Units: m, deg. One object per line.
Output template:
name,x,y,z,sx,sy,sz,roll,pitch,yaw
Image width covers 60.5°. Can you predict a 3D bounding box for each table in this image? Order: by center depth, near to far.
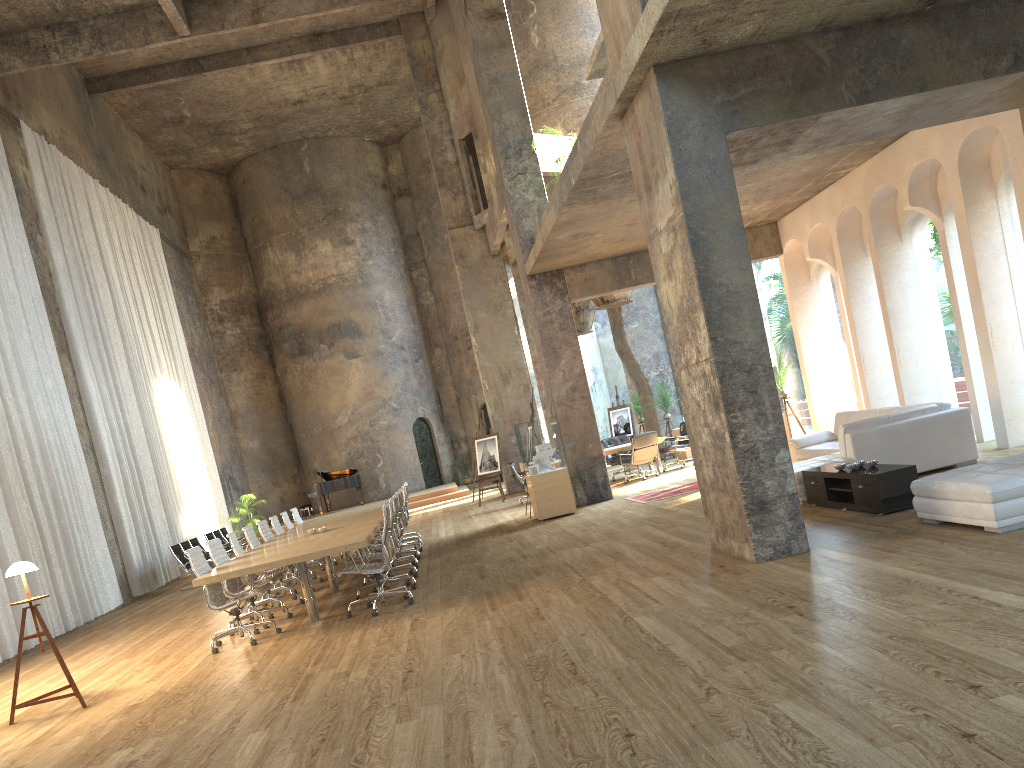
table,-2.371,2.283,11.886,1.597,0.762,7.709,-13,-3,-6
table,1.897,1.680,17.715,2.404,0.705,1.103,-13,-1,-4

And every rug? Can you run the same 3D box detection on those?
rug,3.059,1.526,13.580,2.457,0.009,1.345,-13,-3,-4

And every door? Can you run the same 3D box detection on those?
door,-2.803,2.219,28.382,0.092,2.312,0.886,-9,5,43
door,-0.468,1.867,28.550,0.913,2.649,0.109,-10,5,37

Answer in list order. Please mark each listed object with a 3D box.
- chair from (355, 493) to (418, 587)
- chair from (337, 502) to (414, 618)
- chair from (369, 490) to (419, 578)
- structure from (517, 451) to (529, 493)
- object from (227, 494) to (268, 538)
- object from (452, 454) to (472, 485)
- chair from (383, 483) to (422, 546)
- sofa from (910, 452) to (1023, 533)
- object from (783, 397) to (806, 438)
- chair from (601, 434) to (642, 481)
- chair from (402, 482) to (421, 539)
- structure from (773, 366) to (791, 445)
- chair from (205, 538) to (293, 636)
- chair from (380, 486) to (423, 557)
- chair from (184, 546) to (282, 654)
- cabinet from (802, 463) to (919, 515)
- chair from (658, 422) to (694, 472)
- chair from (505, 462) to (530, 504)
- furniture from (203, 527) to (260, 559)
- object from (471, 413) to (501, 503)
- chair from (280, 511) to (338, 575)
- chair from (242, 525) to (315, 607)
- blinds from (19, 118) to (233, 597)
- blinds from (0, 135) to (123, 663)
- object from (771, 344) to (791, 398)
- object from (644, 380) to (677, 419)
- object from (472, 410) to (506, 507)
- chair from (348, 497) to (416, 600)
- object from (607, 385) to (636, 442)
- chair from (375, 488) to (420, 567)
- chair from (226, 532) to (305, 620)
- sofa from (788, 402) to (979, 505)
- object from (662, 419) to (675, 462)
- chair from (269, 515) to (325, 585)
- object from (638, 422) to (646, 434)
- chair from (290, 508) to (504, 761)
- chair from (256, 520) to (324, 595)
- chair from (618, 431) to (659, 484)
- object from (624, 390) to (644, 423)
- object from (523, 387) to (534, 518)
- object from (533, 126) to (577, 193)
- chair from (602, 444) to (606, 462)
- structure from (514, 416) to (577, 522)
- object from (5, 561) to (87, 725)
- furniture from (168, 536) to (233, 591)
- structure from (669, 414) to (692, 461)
chair,-1.568,1.888,10.576,0.699,1.032,0.661,-13,2,1
chair,-1.409,1.743,8.718,0.699,1.032,0.661,-13,2,1
chair,-1.647,1.959,11.470,0.700,1.032,0.660,-13,2,4
structure,0.611,1.981,20.560,0.741,1.021,0.733,-13,2,-5
object,-6.711,3.545,22.501,1.084,1.466,1.131,-13,1,-14
object,-1.511,2.806,28.939,0.915,0.997,0.900,-13,1,6
chair,-1.874,2.167,14.127,0.700,1.032,0.660,-13,2,4
sofa,4.180,0.493,6.552,2.062,0.726,1.070,-13,-1,-5
object,4.835,0.746,15.581,0.647,0.979,0.577,-14,3,-41
chair,2.309,1.535,18.501,0.728,0.898,0.819,-13,1,-4
chair,-1.983,2.242,14.985,0.699,1.032,0.661,-13,2,1
structure,4.253,0.552,15.048,0.593,1.558,0.740,-13,3,-5
chair,-2.834,2.114,9.494,0.700,1.032,0.660,-13,2,4
chair,-1.793,2.098,13.275,0.697,1.032,0.663,-13,2,-5
chair,-2.732,2.041,8.636,0.699,1.032,0.661,-13,2,1
cabinet,3.285,0.987,8.394,0.395,0.371,1.560,-13,-3,-6
chair,3.324,1.263,17.809,0.816,0.898,0.730,-13,1,-10
chair,0.366,1.927,17.611,0.817,0.898,0.729,-13,1,-9
furniture,-5.996,3.490,19.038,0.706,0.846,1.870,-13,-2,-6
object,-0.783,1.809,21.620,0.691,2.161,0.690,-11,4,21
chair,-3.229,2.467,13.959,0.698,1.032,0.662,-13,2,-1
chair,-2.997,2.256,11.274,0.699,1.032,0.661,-13,2,1
blinds,-7.974,-0.114,19.420,0.274,8.698,7.808,-13,1,-5
blinds,-7.238,-0.787,10.816,0.274,8.698,7.808,-13,1,-5
object,4.684,-0.198,15.521,0.683,0.945,0.861,-13,1,-14
object,3.455,0.374,20.488,0.858,0.946,0.685,-13,2,-2
object,-0.519,1.639,19.748,0.709,2.161,0.672,-11,4,27
chair,-1.488,1.817,9.662,0.698,1.032,0.662,-13,2,-1
object,3.020,1.084,24.071,0.709,2.161,0.672,-11,4,24
chair,-1.719,2.027,12.347,0.699,1.032,0.661,-13,2,1
chair,-2.906,2.181,10.347,0.697,1.032,0.663,-13,2,-5
sofa,3.821,0.819,10.735,2.059,0.725,2.926,-13,-3,-5
object,3.824,1.265,20.491,0.577,0.979,0.647,-11,2,31
chair,-3.149,2.395,13.045,0.699,1.032,0.661,-13,2,1
object,3.533,1.478,22.987,0.655,0.979,0.570,-13,2,-11
chair,-0.544,1.923,15.041,12.917,1.037,31.481,-13,-3,-5
chair,-3.069,2.324,12.151,0.700,1.032,0.660,-13,2,4
chair,2.430,1.423,17.057,0.719,0.898,0.829,-14,1,-31
object,3.265,0.562,22.937,0.693,0.946,0.849,-12,1,16
object,0.363,1.143,14.726,0.683,2.161,0.698,-13,4,-6
object,1.140,-3.107,13.608,1.402,1.821,1.348,-13,2,1
chair,1.450,1.641,16.956,0.725,0.898,0.822,-13,1,-11
structure,0.519,1.336,13.860,0.593,1.558,0.740,-13,3,-5
object,-3.877,2.095,7.314,0.577,1.306,0.647,-11,3,28
furniture,-5.793,3.304,16.661,0.706,0.846,1.870,-13,-2,-6
structure,4.042,1.134,19.494,0.733,1.021,0.741,-13,2,-5
